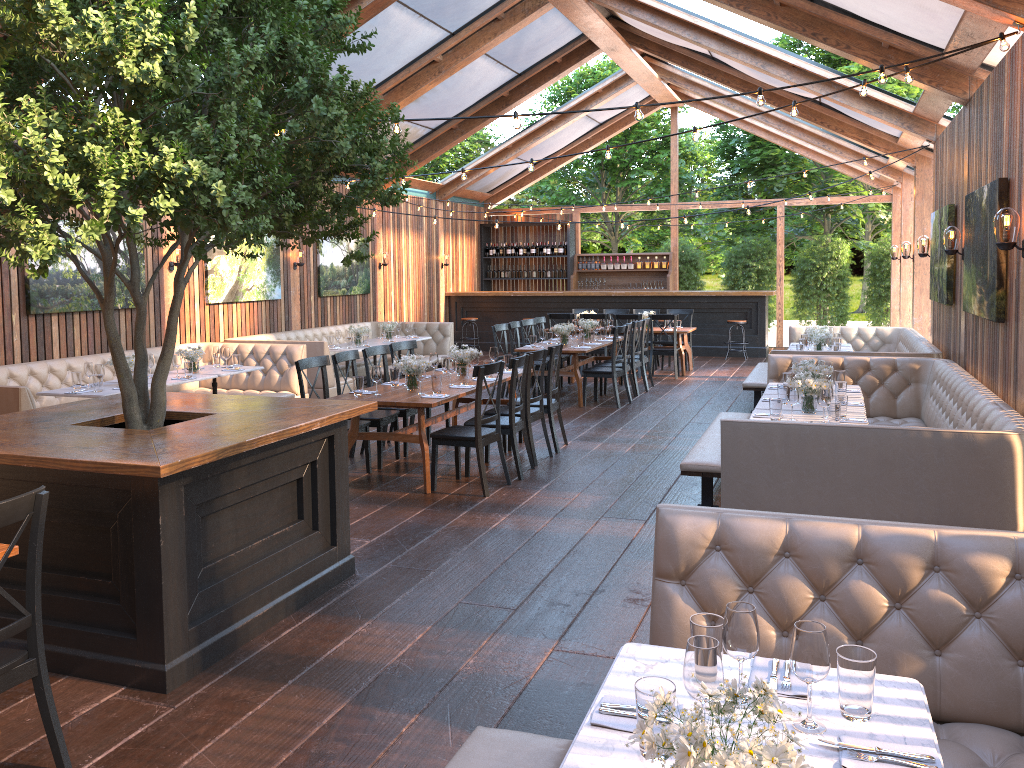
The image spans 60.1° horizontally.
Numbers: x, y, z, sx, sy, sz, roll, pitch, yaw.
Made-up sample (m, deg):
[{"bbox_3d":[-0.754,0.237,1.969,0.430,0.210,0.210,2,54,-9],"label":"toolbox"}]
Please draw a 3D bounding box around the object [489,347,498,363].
[{"bbox_3d":[-0.182,-0.249,8.922,0.092,0.243,0.092,1,4,23],"label":"object"}]

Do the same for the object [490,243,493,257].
[{"bbox_3d":[-0.488,-3.178,20.959,0.087,0.333,0.088,-1,4,0],"label":"object"}]

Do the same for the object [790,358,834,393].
[{"bbox_3d":[2.522,-0.062,7.430,0.336,0.308,0.330,4,7,36],"label":"object"}]

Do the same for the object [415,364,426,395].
[{"bbox_3d":[-0.758,-0.037,7.340,0.092,0.243,0.092,-2,4,-22],"label":"object"}]

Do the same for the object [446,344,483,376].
[{"bbox_3d":[-0.470,-0.235,8.589,0.337,0.308,0.330,-4,7,-33],"label":"object"}]

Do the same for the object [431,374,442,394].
[{"bbox_3d":[-0.628,-0.001,7.381,0.092,0.157,0.092,3,6,36],"label":"object"}]

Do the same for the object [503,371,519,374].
[{"bbox_3d":[-0.067,-0.120,8.787,0.255,0.019,0.158,2,8,20],"label":"object"}]

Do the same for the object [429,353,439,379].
[{"bbox_3d":[-0.738,-0.172,8.370,0.092,0.243,0.092,-3,5,-28],"label":"object"}]

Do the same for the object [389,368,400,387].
[{"bbox_3d":[-1.040,-0.059,7.841,0.092,0.157,0.092,-5,6,-43],"label":"object"}]

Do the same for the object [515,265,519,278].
[{"bbox_3d":[0.128,-2.640,20.783,0.094,0.307,0.094,-4,5,-44],"label":"object"}]

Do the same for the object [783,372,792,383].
[{"bbox_3d":[2.392,-0.016,7.668,0.092,0.157,0.092,0,5,6],"label":"object"}]

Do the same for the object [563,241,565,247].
[{"bbox_3d":[1.208,-3.135,20.470,0.087,0.333,0.088,-1,4,0],"label":"object"}]

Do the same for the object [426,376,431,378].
[{"bbox_3d":[-0.855,-0.076,8.523,0.255,0.019,0.158,2,8,20],"label":"object"}]

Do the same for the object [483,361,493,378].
[{"bbox_3d":[-0.227,-0.140,8.414,0.092,0.157,0.092,-5,6,-43],"label":"object"}]

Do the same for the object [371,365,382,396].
[{"bbox_3d":[-1.120,-0.028,7.309,0.092,0.243,0.093,-1,4,0],"label":"object"}]

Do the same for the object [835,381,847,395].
[{"bbox_3d":[2.622,0.061,7.054,0.092,0.157,0.092,0,5,6],"label":"object"}]

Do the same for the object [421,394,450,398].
[{"bbox_3d":[-0.642,0.094,7.193,0.255,0.019,0.158,2,8,20],"label":"object"}]

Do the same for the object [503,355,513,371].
[{"bbox_3d":[-0.040,-0.214,8.966,0.092,0.157,0.092,-4,5,-33],"label":"object"}]

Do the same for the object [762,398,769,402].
[{"bbox_3d":[2.145,0.126,7.135,0.255,0.019,0.158,2,8,20],"label":"object"}]

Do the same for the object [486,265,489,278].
[{"bbox_3d":[-0.571,-2.670,21.074,0.094,0.307,0.095,0,4,7],"label":"object"}]

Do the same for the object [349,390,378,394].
[{"bbox_3d":[-1.233,0.065,7.471,0.255,0.019,0.158,2,8,20],"label":"object"}]

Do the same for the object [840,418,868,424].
[{"bbox_3d":[2.341,0.250,6.159,0.255,0.019,0.158,2,8,20],"label":"object"}]

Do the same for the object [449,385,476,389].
[{"bbox_3d":[-0.454,0.017,7.765,0.255,0.019,0.158,2,8,20],"label":"object"}]

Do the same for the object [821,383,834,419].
[{"bbox_3d":[2.243,0.120,6.306,0.092,0.243,0.092,-2,4,-22],"label":"object"}]

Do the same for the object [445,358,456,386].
[{"bbox_3d":[-0.547,-0.111,7.894,0.092,0.243,0.092,1,4,17],"label":"object"}]

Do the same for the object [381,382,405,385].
[{"bbox_3d":[-1.045,-0.005,8.021,0.255,0.019,0.158,2,8,20],"label":"object"}]

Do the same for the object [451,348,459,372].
[{"bbox_3d":[-0.572,-0.244,8.915,0.092,0.243,0.092,-5,6,-44],"label":"object"}]

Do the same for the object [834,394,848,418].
[{"bbox_3d":[2.354,0.158,6.329,0.092,0.157,0.092,0,5,6],"label":"object"}]

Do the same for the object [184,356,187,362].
[{"bbox_3d":[-3.600,-0.228,9.850,0.092,0.157,0.092,0,5,6],"label":"object"}]

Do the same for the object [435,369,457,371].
[{"bbox_3d":[-0.654,-0.150,9.072,0.255,0.019,0.158,2,8,20],"label":"object"}]

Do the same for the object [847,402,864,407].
[{"bbox_3d":[2.607,0.153,6.887,0.255,0.019,0.158,2,8,20],"label":"object"}]

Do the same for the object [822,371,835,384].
[{"bbox_3d":[2.507,0.025,7.013,0.092,0.243,0.092,-2,4,-22],"label":"object"}]

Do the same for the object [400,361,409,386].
[{"bbox_3d":[-0.948,-0.104,7.884,0.092,0.243,0.092,1,4,17],"label":"object"}]

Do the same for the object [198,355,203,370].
[{"bbox_3d":[-3.496,-0.276,9.878,0.092,0.243,0.092,-2,4,-22],"label":"object"}]

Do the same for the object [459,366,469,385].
[{"bbox_3d":[-0.428,-0.075,7.935,0.092,0.157,0.092,2,5,26],"label":"object"}]

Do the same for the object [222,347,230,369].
[{"bbox_3d":[-3.214,-0.289,9.952,0.092,0.243,0.092,1,4,23],"label":"object"}]

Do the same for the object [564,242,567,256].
[{"bbox_3d":[1.234,-3.097,20.299,0.075,0.301,0.075,2,5,37],"label":"object"}]

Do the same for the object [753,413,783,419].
[{"bbox_3d":[1.872,0.226,6.391,0.255,0.019,0.158,2,8,20],"label":"object"}]

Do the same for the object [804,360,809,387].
[{"bbox_3d":[2.623,-0.091,7.895,0.092,0.243,0.092,-2,4,-22],"label":"object"}]

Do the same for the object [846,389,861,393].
[{"bbox_3d":[2.871,0.053,7.627,0.255,0.019,0.158,2,8,20],"label":"object"}]

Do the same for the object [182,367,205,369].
[{"bbox_3d":[-3.591,-0.181,10.020,0.255,0.019,0.158,2,8,20],"label":"object"}]

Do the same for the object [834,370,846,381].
[{"bbox_3d":[2.893,-0.040,7.807,0.092,0.157,0.092,0,5,6],"label":"object"}]

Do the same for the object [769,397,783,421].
[{"bbox_3d":[1.853,0.179,6.216,0.092,0.157,0.092,0,5,6],"label":"object"}]

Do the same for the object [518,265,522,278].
[{"bbox_3d":[0.197,-2.632,20.716,0.094,0.307,0.094,1,4,21],"label":"object"}]

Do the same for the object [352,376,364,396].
[{"bbox_3d":[-1.268,0.018,7.300,0.092,0.157,0.092,-5,6,-43],"label":"object"}]

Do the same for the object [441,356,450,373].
[{"bbox_3d":[-0.664,-0.196,8.887,0.092,0.157,0.092,-4,5,-33],"label":"object"}]

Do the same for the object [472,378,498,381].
[{"bbox_3d":[-0.268,-0.047,8.241,0.255,0.019,0.158,2,8,20],"label":"object"}]

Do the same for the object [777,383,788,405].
[{"bbox_3d":[2.133,0.079,6.958,0.092,0.157,0.092,0,5,6],"label":"object"}]

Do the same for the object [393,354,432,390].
[{"bbox_3d":[-0.855,-0.104,7.615,0.336,0.308,0.331,1,6,16],"label":"object"}]

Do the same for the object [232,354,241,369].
[{"bbox_3d":[-3.108,-0.252,9.986,0.092,0.157,0.092,0,5,6],"label":"object"}]

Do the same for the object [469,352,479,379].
[{"bbox_3d":[-0.362,-0.174,8.359,0.092,0.243,0.092,1,4,23],"label":"object"}]

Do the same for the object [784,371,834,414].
[{"bbox_3d":[2.196,0.059,6.529,0.336,0.308,0.330,3,7,32],"label":"object"}]

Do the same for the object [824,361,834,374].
[{"bbox_3d":[2.777,-0.075,7.760,0.092,0.243,0.092,1,4,23],"label":"object"}]

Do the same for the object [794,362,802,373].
[{"bbox_3d":[2.496,-0.064,7.697,0.092,0.243,0.092,-2,4,-22],"label":"object"}]

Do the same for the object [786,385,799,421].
[{"bbox_3d":[1.973,0.133,6.225,0.092,0.243,0.092,-2,4,-22],"label":"object"}]

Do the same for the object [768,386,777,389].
[{"bbox_3d":[2.401,0.032,7.838,0.255,0.019,0.158,2,8,20],"label":"object"}]

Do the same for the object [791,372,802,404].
[{"bbox_3d":[2.245,0.031,6.989,0.092,0.243,0.092,-2,4,-22],"label":"object"}]
